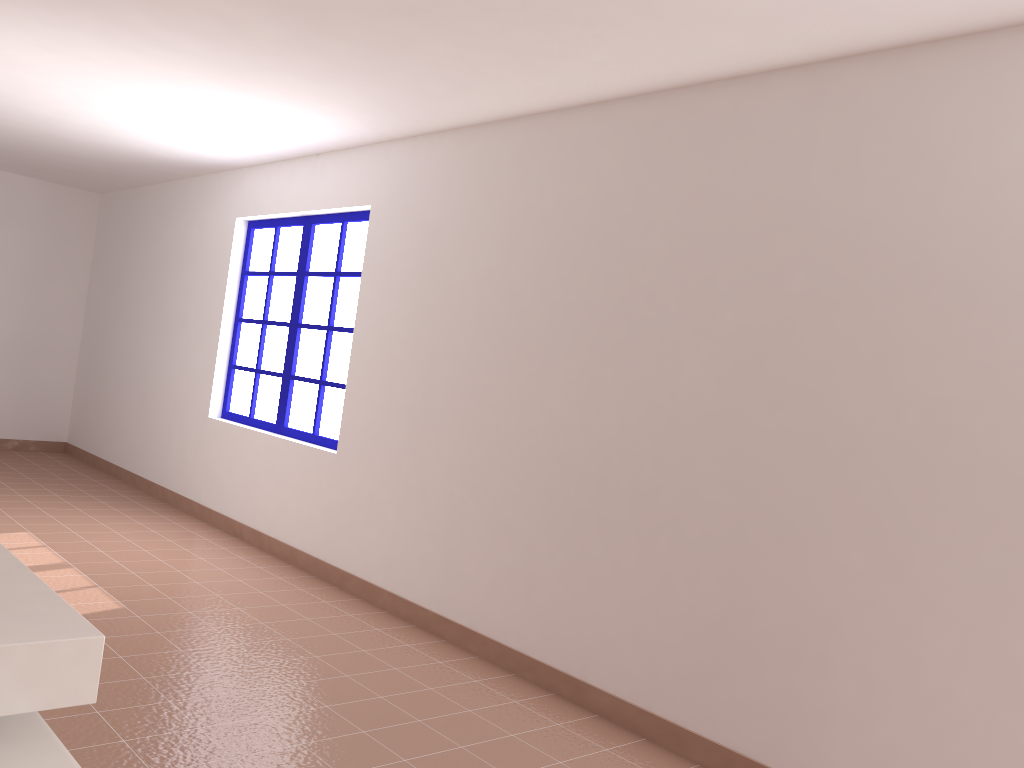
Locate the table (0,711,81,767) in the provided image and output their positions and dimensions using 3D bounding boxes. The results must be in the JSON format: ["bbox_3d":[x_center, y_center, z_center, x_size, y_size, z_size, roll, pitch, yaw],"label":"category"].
[{"bbox_3d":[-0.968,0.796,1.032,0.737,0.647,1.003,8,0,-43],"label":"table"}]

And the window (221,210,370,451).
[{"bbox_3d":[-1.406,-0.381,5.764,0.035,1.430,1.699,8,0,-43],"label":"window"}]

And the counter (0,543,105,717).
[{"bbox_3d":[-1.672,0.620,1.800,0.821,0.800,2.156,8,0,-43],"label":"counter"}]
